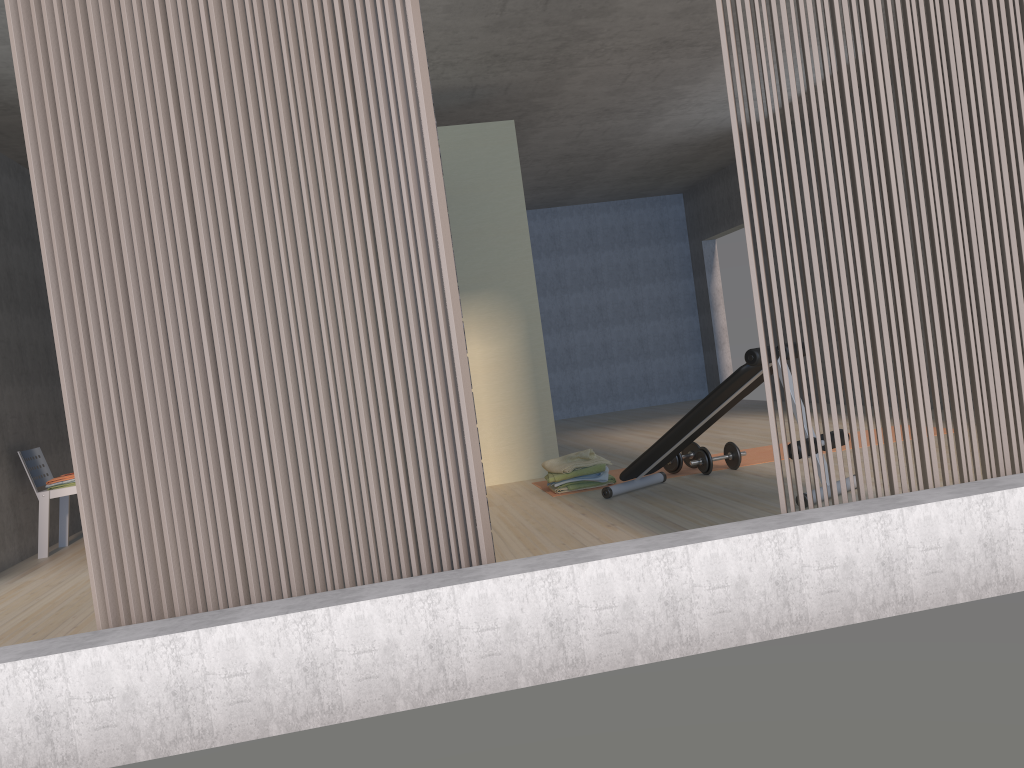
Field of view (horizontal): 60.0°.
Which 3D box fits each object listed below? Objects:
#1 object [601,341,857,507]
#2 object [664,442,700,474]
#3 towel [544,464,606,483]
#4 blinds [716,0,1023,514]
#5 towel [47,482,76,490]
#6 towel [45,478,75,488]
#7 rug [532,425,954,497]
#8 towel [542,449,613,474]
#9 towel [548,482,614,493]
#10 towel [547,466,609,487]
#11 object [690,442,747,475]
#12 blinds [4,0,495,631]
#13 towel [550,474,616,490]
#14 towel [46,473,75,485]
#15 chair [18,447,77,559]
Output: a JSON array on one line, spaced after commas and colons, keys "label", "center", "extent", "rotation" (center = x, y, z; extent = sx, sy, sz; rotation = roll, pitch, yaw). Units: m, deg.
[{"label": "object", "center": [1.064, 0.207, 4.663], "extent": [0.505, 0.746, 1.312], "rotation": [-9, 2, -40]}, {"label": "object", "center": [1.077, 0.465, 5.614], "extent": [0.385, 0.176, 0.176], "rotation": [-9, 2, -37]}, {"label": "towel", "center": [0.391, 0.545, 5.563], "extent": [0.376, 0.085, 0.371], "rotation": [-8, 1, -4]}, {"label": "blinds", "center": [1.241, -0.777, 2.852], "extent": [1.133, 2.744, 0.069], "rotation": [-8, 1, -9]}, {"label": "towel", "center": [-2.867, 0.651, 5.855], "extent": [0.307, 0.038, 0.297], "rotation": [-8, 1, -10]}, {"label": "towel", "center": [-2.877, 0.631, 5.860], "extent": [0.306, 0.047, 0.297], "rotation": [-8, 1, -5]}, {"label": "rug", "center": [1.550, 0.488, 5.910], "extent": [2.779, 0.002, 0.716], "rotation": [-8, 1, -9]}, {"label": "towel", "center": [0.402, 0.488, 5.583], "extent": [0.384, 0.123, 0.373], "rotation": [-8, 2, -25]}, {"label": "towel", "center": [0.417, 0.626, 5.603], "extent": [0.376, 0.044, 0.371], "rotation": [-8, 1, -10]}, {"label": "towel", "center": [0.418, 0.577, 5.576], "extent": [0.383, 0.078, 0.383], "rotation": [-7, 1, 8]}, {"label": "object", "center": [1.262, 0.454, 5.422], "extent": [0.385, 0.176, 0.176], "rotation": [-8, 2, -17]}, {"label": "blinds", "center": [-0.750, -0.500, 2.538], "extent": [1.133, 2.744, 0.069], "rotation": [-8, 1, -9]}, {"label": "towel", "center": [0.434, 0.600, 5.598], "extent": [0.380, 0.081, 0.367], "rotation": [-8, 1, -11]}, {"label": "towel", "center": [-2.879, 0.608, 5.854], "extent": [0.294, 0.046, 0.297], "rotation": [-8, 1, -9]}, {"label": "chair", "center": [-2.908, 0.743, 5.856], "extent": [0.457, 0.697, 0.417], "rotation": [-8, 1, -9]}]
